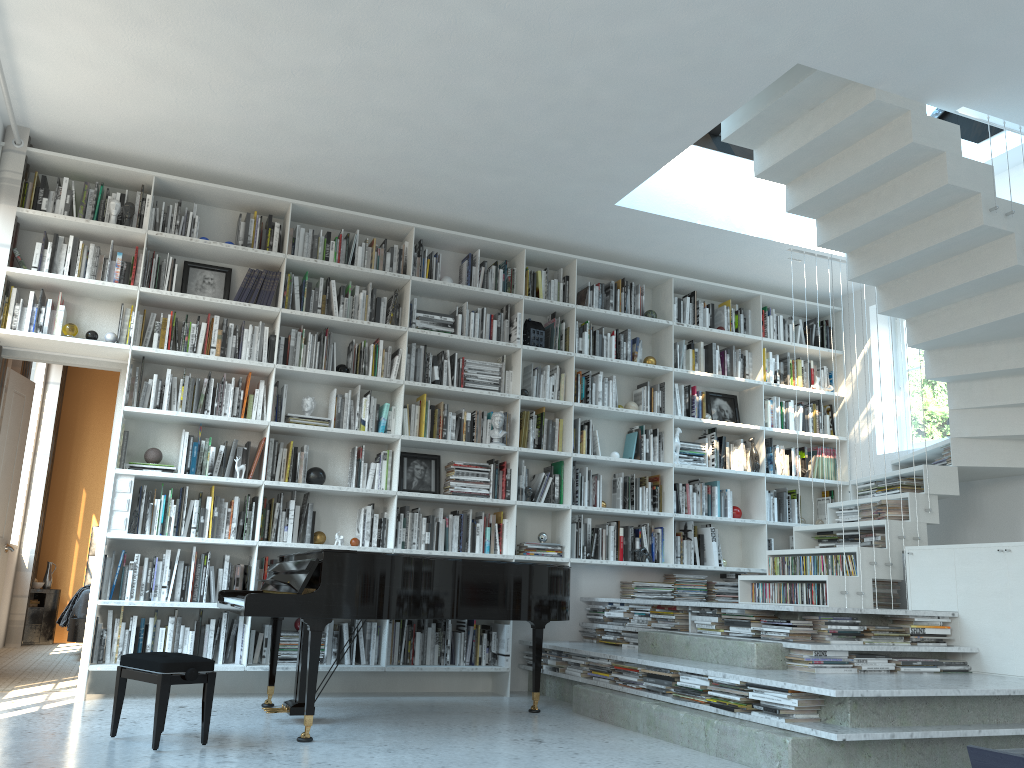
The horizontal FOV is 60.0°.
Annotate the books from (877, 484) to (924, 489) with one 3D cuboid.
[{"bbox_3d":[2.596,0.689,5.930,0.176,0.007,0.255,6,-14,-14],"label":"books"}]

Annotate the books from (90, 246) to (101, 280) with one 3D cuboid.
[{"bbox_3d":[-2.564,-0.702,5.452,0.030,0.250,0.166,7,-14,-22],"label":"books"}]

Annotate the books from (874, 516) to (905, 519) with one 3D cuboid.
[{"bbox_3d":[2.455,0.852,5.624,0.254,0.007,0.189,1,-13,5],"label":"books"}]

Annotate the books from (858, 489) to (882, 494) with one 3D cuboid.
[{"bbox_3d":[2.571,0.761,6.218,0.171,0.011,0.232,5,-13,-11],"label":"books"}]

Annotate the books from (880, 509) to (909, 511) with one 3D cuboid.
[{"bbox_3d":[2.455,0.809,5.621,0.231,0.011,0.172,-1,-14,14],"label":"books"}]

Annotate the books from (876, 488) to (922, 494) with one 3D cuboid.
[{"bbox_3d":[2.586,0.720,5.921,0.191,0.014,0.244,4,-13,-9],"label":"books"}]

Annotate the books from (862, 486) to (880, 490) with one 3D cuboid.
[{"bbox_3d":[2.595,0.735,6.227,0.136,0.017,0.298,4,-13,-6],"label":"books"}]

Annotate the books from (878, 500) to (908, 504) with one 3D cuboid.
[{"bbox_3d":[2.456,0.756,5.628,0.234,0.025,0.158,-1,-14,15],"label":"books"}]

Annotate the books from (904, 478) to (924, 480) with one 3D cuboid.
[{"bbox_3d":[2.620,0.652,5.943,0.134,0.007,0.298,5,-14,-13],"label":"books"}]

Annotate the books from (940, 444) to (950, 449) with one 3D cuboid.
[{"bbox_3d":[2.935,0.406,5.698,0.300,0.007,0.159,2,-13,3],"label":"books"}]

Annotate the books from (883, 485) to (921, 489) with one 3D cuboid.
[{"bbox_3d":[2.606,0.700,5.930,0.154,0.014,0.197,4,-13,-9],"label":"books"}]

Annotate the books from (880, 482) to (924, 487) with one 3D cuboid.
[{"bbox_3d":[2.610,0.681,5.935,0.144,0.011,0.257,6,-14,-15],"label":"books"}]

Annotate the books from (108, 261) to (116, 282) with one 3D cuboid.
[{"bbox_3d":[-2.480,-0.653,5.498,0.031,0.182,0.151,7,-14,-22],"label":"books"}]

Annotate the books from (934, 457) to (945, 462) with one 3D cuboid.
[{"bbox_3d":[2.960,0.501,5.920,0.182,0.016,0.199,3,-13,-1],"label":"books"}]

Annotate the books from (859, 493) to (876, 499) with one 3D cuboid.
[{"bbox_3d":[2.572,0.791,6.212,0.166,0.018,0.265,3,-13,-3],"label":"books"}]

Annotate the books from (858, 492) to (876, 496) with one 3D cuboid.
[{"bbox_3d":[2.572,0.775,6.215,0.184,0.006,0.263,4,-13,-7],"label":"books"}]

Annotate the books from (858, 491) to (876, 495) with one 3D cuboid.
[{"bbox_3d":[2.570,0.769,6.216,0.170,0.006,0.269,5,-13,-11],"label":"books"}]

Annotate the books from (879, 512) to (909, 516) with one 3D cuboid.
[{"bbox_3d":[2.452,0.824,5.602,0.214,0.014,0.138,1,-13,5],"label":"books"}]

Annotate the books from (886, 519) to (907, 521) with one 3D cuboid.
[{"bbox_3d":[2.454,0.872,5.614,0.206,0.012,0.183,1,-13,5],"label":"books"}]

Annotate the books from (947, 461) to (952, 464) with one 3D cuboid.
[{"bbox_3d":[2.931,0.496,5.665,0.223,0.015,0.180,2,-13,2],"label":"books"}]

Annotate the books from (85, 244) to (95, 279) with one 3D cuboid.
[{"bbox_3d":[-2.589,-0.710,5.444,0.025,0.260,0.167,7,-14,-22],"label":"books"}]

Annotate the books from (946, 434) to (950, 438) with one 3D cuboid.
[{"bbox_3d":[3.052,0.357,5.907,0.226,0.012,0.284,-9,-17,39],"label":"books"}]

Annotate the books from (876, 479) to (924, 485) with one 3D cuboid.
[{"bbox_3d":[2.592,0.659,5.935,0.191,0.013,0.244,5,-13,-11],"label":"books"}]

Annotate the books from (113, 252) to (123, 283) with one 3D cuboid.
[{"bbox_3d":[-2.443,-0.676,5.495,0.029,0.228,0.191,7,-14,-22],"label":"books"}]

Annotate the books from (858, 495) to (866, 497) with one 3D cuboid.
[{"bbox_3d":[2.580,0.781,6.215,0.152,0.005,0.293,5,-13,-10],"label":"books"}]

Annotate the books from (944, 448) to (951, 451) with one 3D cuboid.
[{"bbox_3d":[2.935,0.427,5.702,0.262,0.016,0.132,2,-13,1],"label":"books"}]

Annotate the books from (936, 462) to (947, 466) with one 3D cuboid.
[{"bbox_3d":[2.961,0.531,5.914,0.170,0.010,0.234,3,-13,-2],"label":"books"}]

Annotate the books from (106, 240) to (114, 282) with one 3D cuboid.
[{"bbox_3d":[-2.492,-0.718,5.489,0.012,0.302,0.189,7,-14,-22],"label":"books"}]

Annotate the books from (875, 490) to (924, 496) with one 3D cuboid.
[{"bbox_3d":[2.586,0.734,5.918,0.182,0.013,0.288,4,-13,-8],"label":"books"}]

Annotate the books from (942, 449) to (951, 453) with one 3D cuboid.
[{"bbox_3d":[2.934,0.435,5.688,0.285,0.007,0.160,1,-13,4],"label":"books"}]

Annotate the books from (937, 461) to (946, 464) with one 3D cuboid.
[{"bbox_3d":[2.974,0.521,5.915,0.161,0.012,0.255,2,-13,2],"label":"books"}]

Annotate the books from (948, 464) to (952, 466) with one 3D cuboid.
[{"bbox_3d":[2.931,0.523,5.683,0.210,0.015,0.130,1,-13,5],"label":"books"}]

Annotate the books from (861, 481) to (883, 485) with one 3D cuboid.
[{"bbox_3d":[2.580,0.704,6.232,0.165,0.014,0.236,3,-13,-5],"label":"books"}]

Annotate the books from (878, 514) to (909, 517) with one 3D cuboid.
[{"bbox_3d":[2.454,0.840,5.613,0.222,0.011,0.180,0,-13,9],"label":"books"}]

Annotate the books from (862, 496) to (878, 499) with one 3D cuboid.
[{"bbox_3d":[2.570,0.804,6.209,0.176,0.009,0.275,4,-13,-9],"label":"books"}]

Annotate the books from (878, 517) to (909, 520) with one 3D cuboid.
[{"bbox_3d":[2.453,0.859,5.611,0.215,0.013,0.189,0,-13,10],"label":"books"}]

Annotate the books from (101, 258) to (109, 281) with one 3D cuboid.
[{"bbox_3d":[-2.522,-0.664,5.492,0.029,0.197,0.144,7,-14,-22],"label":"books"}]

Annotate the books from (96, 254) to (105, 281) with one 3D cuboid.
[{"bbox_3d":[-2.544,-0.676,5.476,0.028,0.211,0.139,7,-14,-22],"label":"books"}]

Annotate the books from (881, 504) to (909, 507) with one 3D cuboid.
[{"bbox_3d":[2.456,0.782,5.629,0.184,0.016,0.179,1,-13,6],"label":"books"}]

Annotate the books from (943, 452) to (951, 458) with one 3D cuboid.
[{"bbox_3d":[2.928,0.452,5.671,0.262,0.023,0.200,1,-13,5],"label":"books"}]

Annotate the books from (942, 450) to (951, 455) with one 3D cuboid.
[{"bbox_3d":[2.934,0.441,5.685,0.290,0.006,0.149,1,-13,6],"label":"books"}]

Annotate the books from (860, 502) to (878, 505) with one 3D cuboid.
[{"bbox_3d":[2.427,0.802,5.883,0.155,0.009,0.155,8,-14,-22],"label":"books"}]

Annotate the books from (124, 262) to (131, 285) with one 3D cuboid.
[{"bbox_3d":[-2.397,-0.647,5.524,0.026,0.187,0.154,7,-14,-22],"label":"books"}]

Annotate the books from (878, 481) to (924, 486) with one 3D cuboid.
[{"bbox_3d":[2.600,0.670,5.935,0.174,0.009,0.240,5,-14,-13],"label":"books"}]

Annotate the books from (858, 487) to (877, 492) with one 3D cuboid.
[{"bbox_3d":[2.574,0.745,6.222,0.168,0.005,0.292,3,-13,-4],"label":"books"}]

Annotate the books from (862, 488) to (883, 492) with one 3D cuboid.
[{"bbox_3d":[2.574,0.751,6.221,0.162,0.008,0.290,3,-13,-3],"label":"books"}]

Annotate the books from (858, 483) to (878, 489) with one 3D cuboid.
[{"bbox_3d":[2.569,0.718,6.227,0.190,0.015,0.231,4,-13,-8],"label":"books"}]

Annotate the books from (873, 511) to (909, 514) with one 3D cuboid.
[{"bbox_3d":[2.452,0.814,5.605,0.295,0.006,0.147,-1,-14,12],"label":"books"}]

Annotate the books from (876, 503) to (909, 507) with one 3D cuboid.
[{"bbox_3d":[2.454,0.768,5.617,0.254,0.005,0.161,0,-13,10],"label":"books"}]

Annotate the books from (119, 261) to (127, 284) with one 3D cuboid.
[{"bbox_3d":[-2.428,-0.651,5.528,0.029,0.195,0.146,7,-14,-22],"label":"books"}]

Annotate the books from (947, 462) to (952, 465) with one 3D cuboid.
[{"bbox_3d":[2.931,0.507,5.664,0.241,0.008,0.168,1,-13,5],"label":"books"}]

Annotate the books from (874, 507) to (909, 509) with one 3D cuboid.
[{"bbox_3d":[2.453,0.789,5.610,0.295,0.007,0.146,-1,-14,12],"label":"books"}]

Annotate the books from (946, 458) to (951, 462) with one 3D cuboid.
[{"bbox_3d":[2.932,0.480,5.670,0.238,0.018,0.174,1,-13,5],"label":"books"}]

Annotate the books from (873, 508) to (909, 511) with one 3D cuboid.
[{"bbox_3d":[2.453,0.796,5.608,0.295,0.007,0.146,0,-13,8],"label":"books"}]

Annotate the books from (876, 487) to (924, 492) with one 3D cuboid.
[{"bbox_3d":[2.594,0.710,5.925,0.187,0.009,0.261,5,-14,-12],"label":"books"}]

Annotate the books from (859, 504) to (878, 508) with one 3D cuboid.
[{"bbox_3d":[2.428,0.813,5.875,0.166,0.017,0.191,7,-14,-19],"label":"books"}]

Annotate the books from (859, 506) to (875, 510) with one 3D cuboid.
[{"bbox_3d":[2.428,0.827,5.871,0.218,0.012,0.156,4,-13,-6],"label":"books"}]

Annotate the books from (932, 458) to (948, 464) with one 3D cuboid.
[{"bbox_3d":[2.961,0.512,5.918,0.192,0.006,0.299,2,-13,3],"label":"books"}]

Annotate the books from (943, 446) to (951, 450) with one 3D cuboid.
[{"bbox_3d":[2.934,0.410,5.683,0.266,0.008,0.164,3,-13,-2],"label":"books"}]
